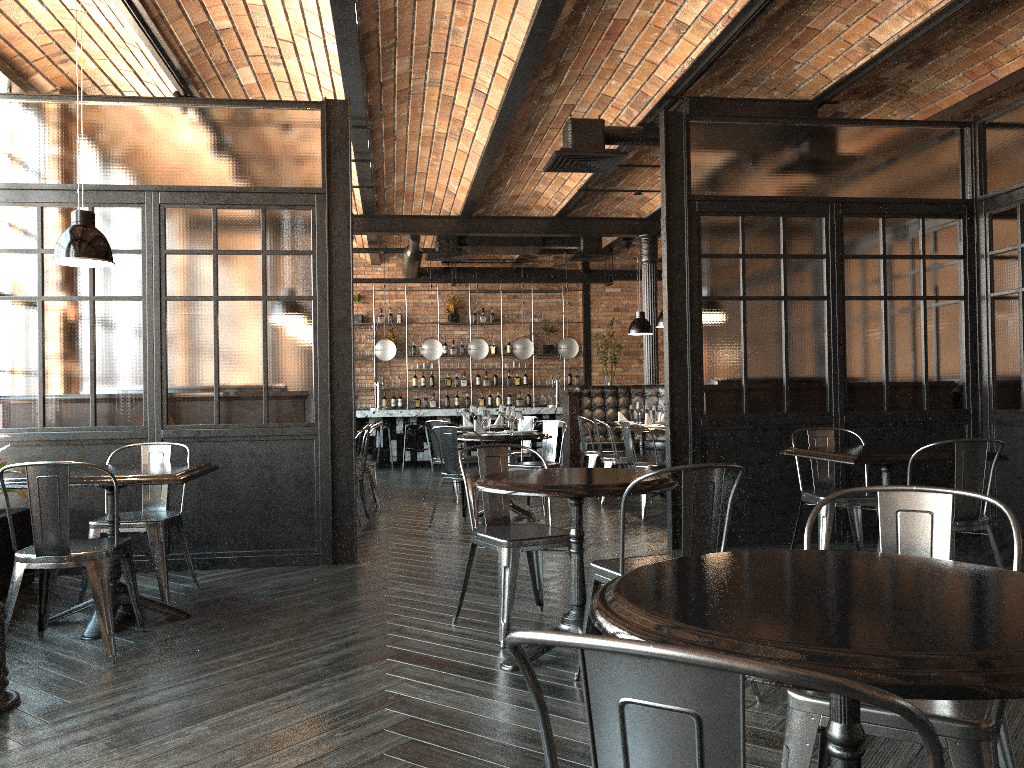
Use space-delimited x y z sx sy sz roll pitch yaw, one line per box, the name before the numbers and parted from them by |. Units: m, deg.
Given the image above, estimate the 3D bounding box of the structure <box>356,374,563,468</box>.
structure | -0.500 0.582 14.770 5.346 1.430 1.930 -1 -1 -8

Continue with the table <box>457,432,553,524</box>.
table | -0.066 0.823 7.913 0.866 0.758 0.866 0 -1 -44

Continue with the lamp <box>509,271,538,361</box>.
lamp | 0.174 -1.251 14.268 0.340 1.754 0.340 -2 -1 38

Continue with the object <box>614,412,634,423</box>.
object | 1.289 0.387 10.200 0.232 0.139 0.232 -2 -1 41

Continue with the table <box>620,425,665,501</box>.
table | 1.650 0.810 9.116 0.872 0.758 0.872 -1 -1 -8

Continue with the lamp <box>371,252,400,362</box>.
lamp | -2.005 -1.219 13.973 0.340 1.754 0.340 -2 -1 38

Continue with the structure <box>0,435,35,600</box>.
structure | -2.701 0.637 2.334 0.783 1.072 6.265 -1 -1 -8

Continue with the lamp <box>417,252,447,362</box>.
lamp | -1.279 -1.229 14.071 0.340 1.754 0.340 -2 -1 38

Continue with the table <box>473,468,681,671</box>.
table | 0.276 0.763 3.735 0.866 0.758 0.866 -1 -1 -19

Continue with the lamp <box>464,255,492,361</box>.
lamp | -0.553 -1.240 14.170 0.340 1.754 0.340 -2 -1 38

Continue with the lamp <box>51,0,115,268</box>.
lamp | -2.172 -1.433 4.481 0.291 1.653 0.291 0 -1 -33

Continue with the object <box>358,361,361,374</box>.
object | -2.726 -0.301 15.746 0.092 0.244 0.092 -1 -1 -2

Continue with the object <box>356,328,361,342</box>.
object | -2.735 -0.873 15.753 0.092 0.244 0.092 -1 -1 -2

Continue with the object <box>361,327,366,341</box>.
object | -2.615 -0.877 15.603 0.092 0.244 0.092 -1 -1 -2

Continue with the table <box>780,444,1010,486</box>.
table | 2.126 0.749 5.020 0.872 0.758 0.872 -1 -1 -8

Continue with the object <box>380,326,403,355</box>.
object | -2.131 -0.760 15.731 0.430 0.526 0.425 -1 -1 4

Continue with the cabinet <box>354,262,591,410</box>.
cabinet | -2.024 -0.493 15.730 7.075 3.779 0.564 -1 -1 -8

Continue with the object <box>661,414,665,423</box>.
object | 1.742 0.381 10.246 0.232 0.139 0.232 -2 -1 40

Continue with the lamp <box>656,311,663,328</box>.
lamp | 1.620 -1.416 9.171 0.291 1.653 0.291 -2 -1 37

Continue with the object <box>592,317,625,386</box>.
object | 1.730 -0.402 15.717 0.584 1.546 0.673 -1 -1 31

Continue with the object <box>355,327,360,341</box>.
object | -2.713 -0.876 15.590 0.092 0.244 0.092 -1 -1 -2

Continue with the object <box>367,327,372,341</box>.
object | -2.512 -0.879 15.617 0.092 0.244 0.092 -1 -1 -2

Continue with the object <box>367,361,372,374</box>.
object | -2.503 -0.306 15.609 0.092 0.244 0.092 -1 -1 -2

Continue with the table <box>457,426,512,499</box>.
table | -0.312 0.850 9.731 0.866 0.758 0.866 0 -1 -44

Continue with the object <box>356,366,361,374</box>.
object | -2.704 -0.303 15.582 0.092 0.244 0.092 -1 -1 -2

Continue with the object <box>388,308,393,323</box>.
object | -2.164 -1.211 15.761 0.083 0.282 0.083 -1 -1 -23

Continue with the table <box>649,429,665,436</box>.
table | 1.796 0.794 8.036 0.872 0.758 0.872 -1 -1 -8

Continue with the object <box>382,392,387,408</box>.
object | -2.255 0.290 15.732 0.086 0.299 0.086 -2 -1 41

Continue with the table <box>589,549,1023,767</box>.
table | 0.574 0.730 1.520 0.866 0.758 0.866 -2 -1 41

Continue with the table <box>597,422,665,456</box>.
table | 1.502 0.827 10.209 0.872 0.758 0.872 -1 -1 -8

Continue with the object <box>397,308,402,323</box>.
object | -1.999 -1.214 15.783 0.083 0.282 0.083 -1 -1 7

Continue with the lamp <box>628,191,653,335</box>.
lamp | 1.473 -1.400 10.263 0.291 1.653 0.291 -2 -1 37

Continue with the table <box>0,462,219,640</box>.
table | -2.004 0.810 4.461 0.872 0.758 0.872 -1 -1 -8

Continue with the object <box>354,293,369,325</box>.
object | -2.733 -1.338 15.712 0.377 0.554 0.422 -1 -1 -20

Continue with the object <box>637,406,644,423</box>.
object | 1.484 0.327 10.291 0.092 0.244 0.092 -1 -1 9

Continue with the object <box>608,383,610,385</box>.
object | 1.770 0.171 15.345 0.316 0.397 0.319 -2 -1 41

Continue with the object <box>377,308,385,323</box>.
object | -2.320 -1.207 15.741 0.123 0.279 0.123 -1 -1 -19

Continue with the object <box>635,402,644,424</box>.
object | 1.440 0.324 10.013 0.092 0.244 0.092 -1 -1 -25

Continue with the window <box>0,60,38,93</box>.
window | -3.772 -0.622 7.175 0.168 3.253 16.179 -1 -1 -8

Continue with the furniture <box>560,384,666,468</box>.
furniture | 1.985 0.579 9.178 1.979 1.212 5.451 -1 -1 -8

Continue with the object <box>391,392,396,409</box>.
object | -2.103 0.287 15.778 0.086 0.298 0.086 -2 -1 41

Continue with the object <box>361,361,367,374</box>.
object | -2.606 -0.305 15.595 0.092 0.244 0.092 -1 -1 -2

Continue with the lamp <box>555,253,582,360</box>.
lamp | 0.900 -1.261 14.366 0.340 1.754 0.340 -2 -1 38
